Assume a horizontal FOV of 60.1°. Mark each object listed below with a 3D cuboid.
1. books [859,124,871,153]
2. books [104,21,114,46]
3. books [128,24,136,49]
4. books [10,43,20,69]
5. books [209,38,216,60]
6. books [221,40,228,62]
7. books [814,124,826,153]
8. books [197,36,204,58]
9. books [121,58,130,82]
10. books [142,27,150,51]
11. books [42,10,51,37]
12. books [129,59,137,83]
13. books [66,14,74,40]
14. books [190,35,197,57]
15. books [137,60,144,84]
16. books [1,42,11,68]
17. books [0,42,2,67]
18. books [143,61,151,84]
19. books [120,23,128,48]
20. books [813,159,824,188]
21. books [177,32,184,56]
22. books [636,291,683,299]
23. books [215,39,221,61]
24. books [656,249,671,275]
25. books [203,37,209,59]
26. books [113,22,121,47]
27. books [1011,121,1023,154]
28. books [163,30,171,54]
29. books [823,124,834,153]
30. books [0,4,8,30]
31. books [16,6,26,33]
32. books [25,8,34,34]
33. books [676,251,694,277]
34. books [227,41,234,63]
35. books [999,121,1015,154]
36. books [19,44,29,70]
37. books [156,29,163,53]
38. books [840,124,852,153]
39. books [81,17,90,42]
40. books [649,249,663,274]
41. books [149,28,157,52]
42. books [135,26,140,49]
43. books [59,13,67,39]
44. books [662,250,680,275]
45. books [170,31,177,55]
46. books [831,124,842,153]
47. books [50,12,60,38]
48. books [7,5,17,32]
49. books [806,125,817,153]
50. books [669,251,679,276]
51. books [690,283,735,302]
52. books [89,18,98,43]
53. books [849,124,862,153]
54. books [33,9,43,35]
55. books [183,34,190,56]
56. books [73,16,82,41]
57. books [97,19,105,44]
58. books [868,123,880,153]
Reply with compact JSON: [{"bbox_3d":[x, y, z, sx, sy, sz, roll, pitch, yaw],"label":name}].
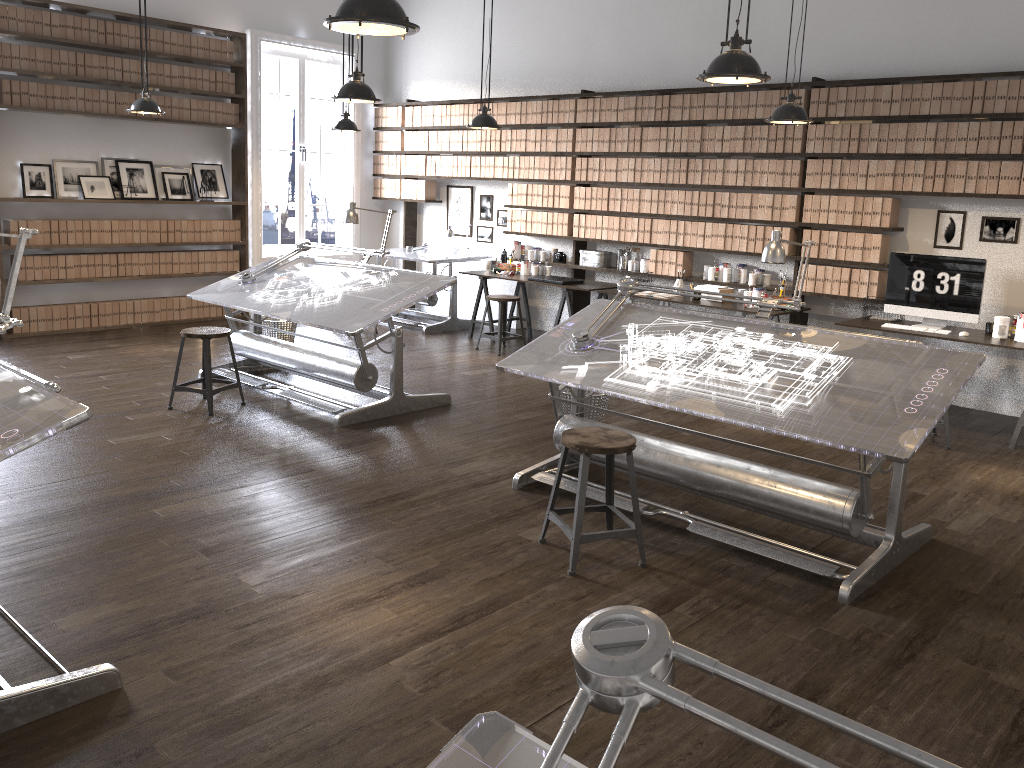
[{"bbox_3d":[2.733,-1.872,6.783,0.067,0.224,0.175,11,14,41],"label":"books"},{"bbox_3d":[-3.850,-3.312,8.392,0.175,0.224,0.067,12,14,42],"label":"books"},{"bbox_3d":[-3.707,-3.341,8.548,0.175,0.224,0.067,12,14,42],"label":"books"},{"bbox_3d":[-4.427,-2.890,7.839,0.175,0.224,0.067,12,14,42],"label":"books"},{"bbox_3d":[-3.139,-3.453,9.154,0.175,0.224,0.067,12,14,42],"label":"books"},{"bbox_3d":[-3.049,-3.472,9.258,0.175,0.224,0.067,12,14,42],"label":"books"},{"bbox_3d":[2.471,-1.933,7.011,0.067,0.224,0.175,11,14,41],"label":"books"},{"bbox_3d":[-3.229,-3.436,9.061,0.175,0.223,0.067,12,14,42],"label":"books"},{"bbox_3d":[-3.763,-3.021,8.553,0.175,0.224,0.067,12,14,42],"label":"books"},{"bbox_3d":[-3.614,-3.360,8.651,0.175,0.224,0.067,12,14,42],"label":"books"},{"bbox_3d":[-4.228,-3.238,7.986,0.175,0.224,0.067,12,14,42],"label":"books"},{"bbox_3d":[-3.715,-3.031,8.607,0.175,0.223,0.067,12,14,42],"label":"books"},{"bbox_3d":[-4.090,-3.264,8.133,0.175,0.224,0.067,12,14,42],"label":"books"},{"bbox_3d":[-3.277,-3.426,9.007,0.175,0.224,0.067,12,14,42],"label":"books"},{"bbox_3d":[-3.674,-3.040,8.654,0.175,0.223,0.067,12,14,42],"label":"books"},{"bbox_3d":[-4.478,-2.881,7.791,0.175,0.224,0.067,12,14,42],"label":"books"},{"bbox_3d":[-4.527,-2.872,7.741,0.175,0.224,0.067,12,14,42],"label":"books"},{"bbox_3d":[-3.625,-3.048,8.699,0.175,0.224,0.067,12,14,42],"label":"books"},{"bbox_3d":[-3.754,-3.331,8.493,0.175,0.224,0.067,12,14,42],"label":"books"},{"bbox_3d":[2.470,-1.668,7.047,0.067,0.224,0.175,11,14,41],"label":"books"},{"bbox_3d":[-3.376,-3.408,8.909,0.175,0.224,0.067,12,14,42],"label":"books"},{"bbox_3d":[1.257,-0.775,7.620,0.356,0.029,0.257,14,17,41],"label":"books"},{"bbox_3d":[-3.098,-3.463,9.207,0.175,0.224,0.067,12,14,42],"label":"books"},{"bbox_3d":[1.402,-1.120,8.130,0.067,0.224,0.175,11,14,41],"label":"books"},{"bbox_3d":[-3.188,-3.445,9.108,0.175,0.223,0.067,12,14,42],"label":"books"},{"bbox_3d":[-3.803,-3.323,8.450,0.175,0.223,0.067,12,14,42],"label":"books"},{"bbox_3d":[3.499,-1.684,6.081,0.067,0.224,0.175,11,14,41],"label":"books"},{"bbox_3d":[-3.467,-3.388,8.801,0.175,0.224,0.067,12,14,42],"label":"books"},{"bbox_3d":[2.524,-1.920,6.962,0.067,0.224,0.175,11,14,41],"label":"books"},{"bbox_3d":[-4.467,-3.190,7.727,0.175,0.224,0.067,12,14,42],"label":"books"},{"bbox_3d":[-4.372,-3.210,7.835,0.175,0.224,0.067,12,14,42],"label":"books"},{"bbox_3d":[-4.327,-3.220,7.888,0.175,0.224,0.067,12,14,42],"label":"books"},{"bbox_3d":[1.558,-1.082,7.989,0.067,0.224,0.175,11,14,41],"label":"books"},{"bbox_3d":[-2.998,-3.481,9.307,0.175,0.224,0.067,12,14,42],"label":"books"},{"bbox_3d":[3.449,-1.698,6.134,0.067,0.223,0.175,11,14,41],"label":"books"},{"bbox_3d":[-4.380,-2.900,7.893,0.175,0.223,0.067,12,14,42],"label":"books"},{"bbox_3d":[-3.516,-3.378,8.748,0.175,0.224,0.067,12,14,42],"label":"books"},{"bbox_3d":[2.623,-1.898,6.882,0.067,0.223,0.175,11,14,41],"label":"books"},{"bbox_3d":[-4.000,-3.284,8.237,0.175,0.224,0.067,12,14,42],"label":"books"},{"bbox_3d":[1.348,-1.131,8.171,0.067,0.224,0.175,11,14,41],"label":"books"},{"bbox_3d":[-3.562,-3.370,8.705,0.175,0.223,0.067,12,14,42],"label":"books"},{"bbox_3d":[-3.663,-3.351,8.602,0.175,0.224,0.067,12,14,42],"label":"books"},{"bbox_3d":[-4.139,-3.256,8.087,0.175,0.223,0.067,12,14,42],"label":"books"},{"bbox_3d":[1.454,-1.107,8.083,0.067,0.224,0.175,11,14,41],"label":"books"},{"bbox_3d":[-3.421,-3.398,8.856,0.175,0.224,0.067,12,14,42],"label":"books"},{"bbox_3d":[2.574,-1.910,6.924,0.067,0.223,0.175,11,14,41],"label":"books"},{"bbox_3d":[-4.180,-3.247,8.040,0.175,0.223,0.067,12,14,42],"label":"books"},{"bbox_3d":[-4.418,-3.199,7.780,0.175,0.224,0.067,12,14,42],"label":"books"},{"bbox_3d":[2.420,-1.946,7.061,0.067,0.224,0.175,11,14,41],"label":"books"},{"bbox_3d":[1.503,-1.094,8.033,0.067,0.224,0.175,11,14,41],"label":"books"},{"bbox_3d":[1.671,-0.782,7.476,0.296,0.146,0.387,13,16,41],"label":"books"},{"bbox_3d":[-3.949,-3.293,8.286,0.175,0.224,0.067,12,14,42],"label":"books"},{"bbox_3d":[2.674,-1.884,6.829,0.067,0.224,0.175,11,14,41],"label":"books"},{"bbox_3d":[-4.278,-3.229,7.938,0.175,0.224,0.067,12,14,42],"label":"books"},{"bbox_3d":[-3.327,-3.417,8.959,0.175,0.224,0.067,12,14,42],"label":"books"},{"bbox_3d":[-4.049,-3.275,8.186,0.175,0.224,0.067,12,14,42],"label":"books"},{"bbox_3d":[-3.905,-3.303,8.341,0.175,0.224,0.067,12,14,42],"label":"books"},{"bbox_3d":[2.782,-1.858,6.732,0.067,0.224,0.175,11,14,41],"label":"books"}]
